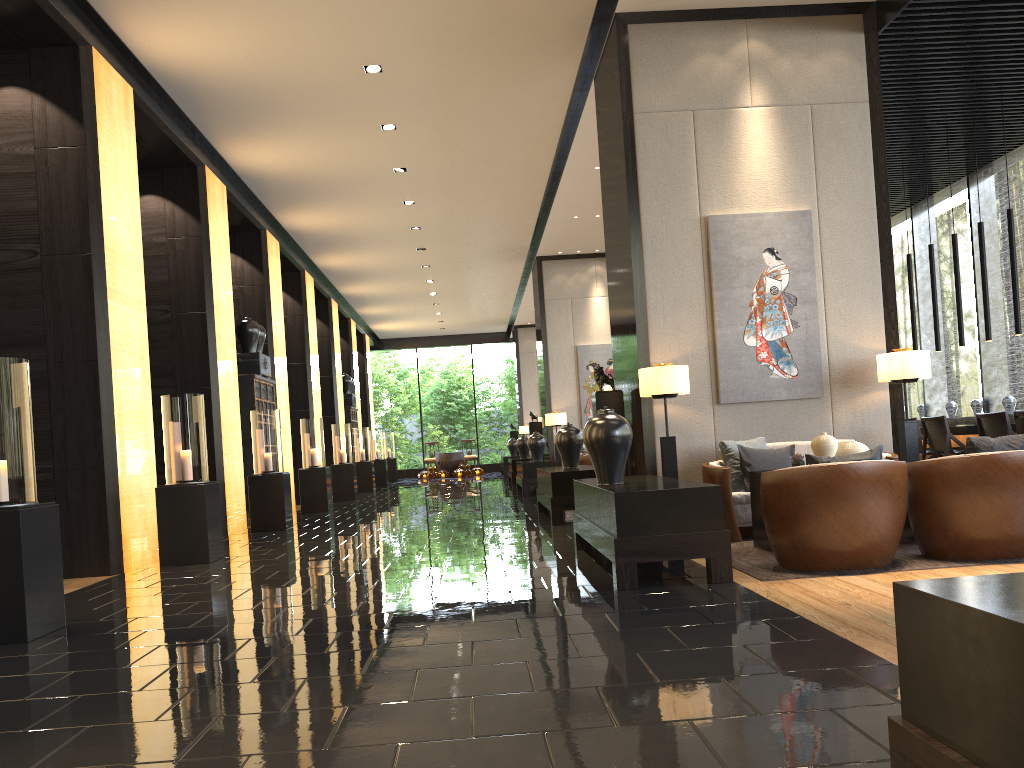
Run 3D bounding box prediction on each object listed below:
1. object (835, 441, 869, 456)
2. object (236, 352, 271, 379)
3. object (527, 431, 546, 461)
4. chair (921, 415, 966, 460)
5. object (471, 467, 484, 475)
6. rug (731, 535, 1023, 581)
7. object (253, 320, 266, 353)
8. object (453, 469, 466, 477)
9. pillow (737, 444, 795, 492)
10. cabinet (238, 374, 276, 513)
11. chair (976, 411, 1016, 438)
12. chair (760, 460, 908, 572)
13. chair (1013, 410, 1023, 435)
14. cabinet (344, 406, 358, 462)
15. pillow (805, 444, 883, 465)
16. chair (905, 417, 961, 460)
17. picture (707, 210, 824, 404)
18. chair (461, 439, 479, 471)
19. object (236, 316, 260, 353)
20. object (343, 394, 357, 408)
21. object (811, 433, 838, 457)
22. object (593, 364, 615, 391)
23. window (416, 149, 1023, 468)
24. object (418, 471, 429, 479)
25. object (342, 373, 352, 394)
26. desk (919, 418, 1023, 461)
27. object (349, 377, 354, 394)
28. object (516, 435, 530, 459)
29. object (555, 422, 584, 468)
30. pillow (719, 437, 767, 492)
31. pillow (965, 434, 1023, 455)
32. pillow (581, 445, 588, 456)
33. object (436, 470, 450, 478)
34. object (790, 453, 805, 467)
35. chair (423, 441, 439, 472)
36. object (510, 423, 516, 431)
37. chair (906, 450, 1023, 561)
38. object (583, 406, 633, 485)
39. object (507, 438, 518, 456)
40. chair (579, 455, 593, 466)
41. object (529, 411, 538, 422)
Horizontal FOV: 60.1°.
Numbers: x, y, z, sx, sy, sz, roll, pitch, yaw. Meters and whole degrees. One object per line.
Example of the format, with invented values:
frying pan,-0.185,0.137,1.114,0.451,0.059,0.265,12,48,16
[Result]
object,2.261,0.468,5.908,0.245,0.168,0.246,-4,-3,0
object,-3.461,-0.231,11.866,0.365,0.314,0.607,-4,-3,-3
object,0.411,1.025,14.601,0.312,0.492,0.311,-4,-2,16
chair,4.515,0.728,9.034,0.563,0.826,0.526,-4,-2,-3
object,-1.012,2.551,25.882,0.369,0.229,0.371,-2,-4,-30
rug,2.251,1.062,5.846,1.957,0.008,2.246,-4,-4,-3
object,-3.503,-0.623,12.044,0.311,0.492,0.312,-3,-2,-21
object,-1.512,2.543,25.302,0.369,0.229,0.370,-4,-3,0
pillow,1.910,0.614,6.614,0.471,0.361,0.219,-3,-2,-6
cabinet,-3.499,0.890,11.822,0.547,1.921,1.189,-4,-2,-3
chair,4.558,0.655,8.022,0.563,0.826,0.526,-4,-2,-3
chair,1.835,0.729,4.945,0.803,0.603,0.607,-4,-2,-2
chair,4.583,0.613,7.448,0.563,0.826,0.526,-4,-2,-3
cabinet,-3.875,1.526,20.633,0.547,1.921,1.189,-4,-2,-3
pillow,1.823,0.508,4.828,0.441,0.338,0.205,-4,-2,4
chair,4.490,0.769,9.609,0.563,0.826,0.526,-4,-2,-3
picture,2.023,-0.617,7.059,0.834,1.501,0.037,-4,-1,-2
chair,-1.290,2.217,26.885,0.520,1.075,0.537,-4,-1,-3
object,-3.489,-0.647,11.712,0.311,0.492,0.312,-3,-2,-36
object,-3.837,0.405,20.676,0.365,0.314,0.607,-4,-3,-3
object,2.065,0.439,5.843,0.171,0.235,0.171,-5,-2,32
object,0.789,-0.054,7.612,0.176,0.246,0.116,-4,-1,-3
window,0.366,-0.488,12.229,12.050,4.222,31.949,-4,-4,-3
object,-2.550,2.648,25.834,0.370,0.229,0.370,-5,-3,15
object,-3.865,-0.010,20.522,0.311,0.492,0.312,-3,-2,-29
desk,4.766,0.940,11.883,1.779,0.758,28.791,-4,-4,-3
object,-3.879,0.014,20.854,0.311,0.492,0.312,-3,-2,-21
object,0.247,1.303,18.450,0.312,0.492,0.311,-4,-2,16
object,0.625,0.662,9.584,0.311,0.492,0.312,-3,-2,-21
pillow,1.802,0.611,6.764,0.432,0.399,0.201,-3,-2,-24
pillow,2.678,0.451,4.867,0.399,0.362,0.222,-4,-2,-2
pillow,1.423,1.252,15.629,0.432,0.399,0.201,-3,-2,-24
object,-1.971,2.572,25.277,0.370,0.229,0.370,-5,-3,20
object,1.915,0.516,5.926,0.091,0.112,0.091,-2,-3,-40
chair,-2.415,2.286,26.836,0.520,1.075,0.537,-4,-1,-3
object,0.024,1.241,25.533,0.176,0.246,0.116,-4,-1,2
chair,2.688,0.676,4.983,0.803,0.603,0.607,-4,-2,-2
object,0.606,0.385,5.577,0.312,0.492,0.311,-4,-2,16
object,0.026,1.677,23.626,0.312,0.492,0.311,-4,-2,16
chair,1.457,1.369,13.810,0.803,0.603,0.607,-4,-2,-2
object,0.404,0.607,16.572,0.161,0.217,0.102,-3,-1,-14
